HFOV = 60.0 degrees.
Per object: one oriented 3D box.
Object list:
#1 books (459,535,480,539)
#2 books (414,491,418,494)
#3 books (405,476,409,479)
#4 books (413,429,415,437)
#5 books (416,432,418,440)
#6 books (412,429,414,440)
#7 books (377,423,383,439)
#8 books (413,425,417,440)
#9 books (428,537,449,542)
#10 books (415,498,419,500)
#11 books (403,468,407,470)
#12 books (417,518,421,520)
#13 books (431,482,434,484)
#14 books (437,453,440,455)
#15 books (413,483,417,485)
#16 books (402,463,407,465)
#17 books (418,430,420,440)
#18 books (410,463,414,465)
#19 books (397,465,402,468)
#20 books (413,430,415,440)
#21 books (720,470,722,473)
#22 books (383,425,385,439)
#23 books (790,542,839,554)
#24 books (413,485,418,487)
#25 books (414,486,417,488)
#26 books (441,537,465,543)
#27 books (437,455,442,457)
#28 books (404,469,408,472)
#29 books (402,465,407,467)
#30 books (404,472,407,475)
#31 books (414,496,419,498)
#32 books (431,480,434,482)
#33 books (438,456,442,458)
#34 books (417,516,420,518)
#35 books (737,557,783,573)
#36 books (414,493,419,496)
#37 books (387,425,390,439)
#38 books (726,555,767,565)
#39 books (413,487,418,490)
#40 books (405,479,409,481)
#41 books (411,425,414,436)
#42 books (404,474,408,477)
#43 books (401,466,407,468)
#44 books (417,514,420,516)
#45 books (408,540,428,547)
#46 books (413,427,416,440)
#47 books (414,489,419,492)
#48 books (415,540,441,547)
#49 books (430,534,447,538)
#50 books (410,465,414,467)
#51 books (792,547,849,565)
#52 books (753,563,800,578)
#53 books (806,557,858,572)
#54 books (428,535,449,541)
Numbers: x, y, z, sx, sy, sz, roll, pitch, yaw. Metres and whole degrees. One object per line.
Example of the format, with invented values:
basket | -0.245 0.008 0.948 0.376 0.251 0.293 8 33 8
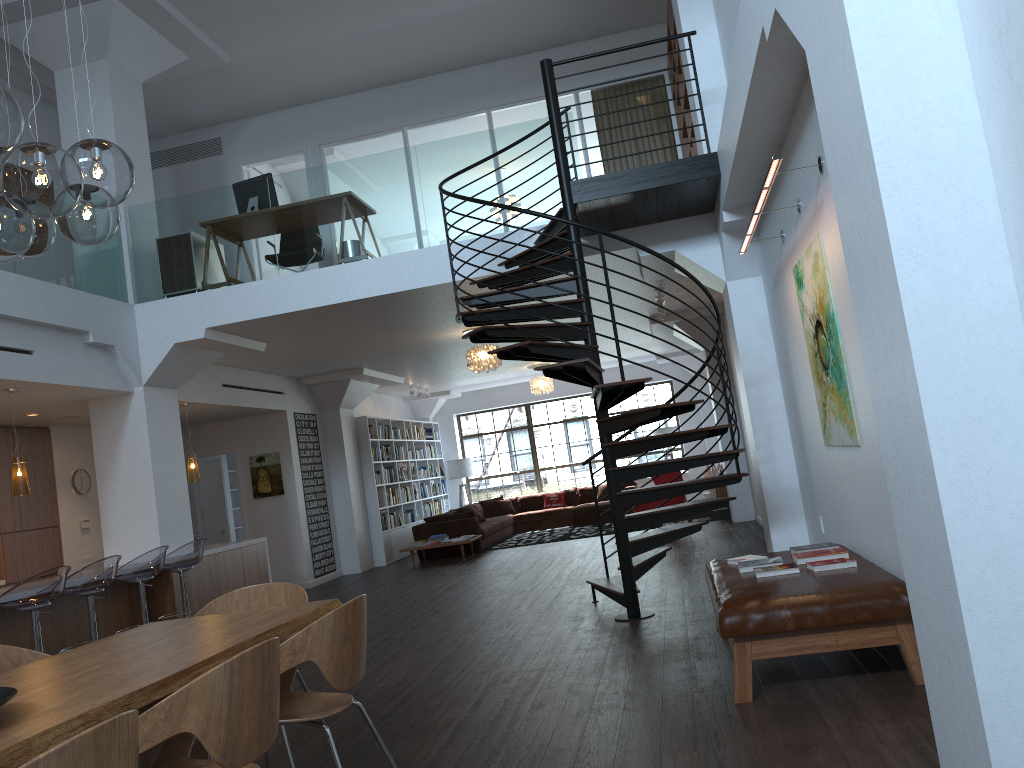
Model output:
books | -0.679 2.357 13.708 0.256 0.035 0.350 -12 -7 35
books | -1.870 2.034 16.519 0.231 0.044 0.168 -9 -5 4
books | -1.986 1.711 16.089 0.160 0.039 0.251 -10 -6 14
books | -1.952 0.969 16.990 0.159 0.241 0.038 -9 -5 9
books | -1.919 0.989 17.155 0.161 0.223 0.026 -9 -5 9
books | -1.973 0.955 16.852 0.189 0.247 0.057 -9 -5 9
books | -2.295 0.812 15.069 0.176 0.293 0.125 -9 -5 9
books | -1.932 0.953 17.119 0.176 0.290 0.053 -9 -5 9
books | -1.141 2.440 13.854 0.312 0.037 0.216 -8 -5 -1
books | -1.862 2.151 16.496 0.246 0.038 0.171 -9 -5 9
books | -2.016 1.553 16.118 0.161 0.033 0.223 -9 -5 9
books | -1.847 2.518 16.437 0.284 0.035 0.197 -9 -5 9
books | -1.681 1.980 17.617 0.223 0.031 0.161 -9 -5 9
books | -1.640 1.476 18.468 0.174 0.032 0.254 -3 -8 -45
books | -1.883 1.873 16.517 0.185 0.041 0.129 -11 -6 24
books | -2.014 1.465 16.135 0.129 0.043 0.185 -11 -6 24
books | -1.897 0.994 17.287 0.168 0.231 0.037 -9 -5 9
books | -1.954 1.503 16.466 0.224 0.030 0.161 -10 -6 19
books | -2.075 1.470 15.730 0.174 0.045 0.240 -9 -5 9
books | -1.942 0.980 16.943 0.144 0.207 0.048 -9 -5 9
books | 3.573 1.442 14.632 0.250 0.053 0.400 -9 -5 9
books | -2.259 0.841 15.196 0.159 0.248 0.089 -9 -5 9
books | 1.822 0.996 5.339 0.254 0.044 0.183 -9 -5 4
books | -1.873 1.905 16.520 0.208 0.024 0.144 -10 -6 14
books | -1.863 1.927 16.509 0.161 0.026 0.223 -8 -5 -1
books | -0.891 2.358 13.396 0.231 0.040 0.342 -4 -7 -40
books | -1.637 1.509 18.470 0.284 0.033 0.197 -11 -6 24
books | -2.006 1.587 16.107 0.183 0.042 0.253 -9 -5 9
books | -2.016 1.499 16.136 0.144 0.024 0.208 -10 -6 14
books | -2.007 1.631 16.108 0.168 0.045 0.231 -9 -5 4
books | -1.869 2.115 16.502 0.251 0.037 0.160 -10 -6 14
books | -1.685 1.951 17.628 0.224 0.030 0.161 -10 -6 19
books | -1.632 1.543 18.467 0.284 0.035 0.197 -13 -7 39
books | -1.852 2.485 16.441 0.284 0.033 0.197 -8 -5 -6
books | 1.412 1.029 5.044 0.247 0.040 0.185 -10 -6 12
books | -1.875 2.079 16.531 0.259 0.040 0.180 -9 -5 9
books | -2.223 0.852 15.415 0.182 0.255 0.077 -9 -5 9
books | 1.421 1.065 5.365 0.161 0.031 0.223 -7 -6 -13
books | -1.879 1.960 16.524 0.223 0.032 0.161 -9 -5 9
books | -1.977 1.749 16.087 0.171 0.039 0.246 -9 -5 9
books | -1.951 0.931 16.901 0.140 0.298 0.044 -9 -5 9
books | -2.016 1.675 16.093 0.180 0.042 0.259 -9 -5 9
books | -2.031 1.529 16.146 0.223 0.027 0.161 -8 -5 -1
books | -1.861 2.453 16.447 0.254 0.032 0.174 -10 -6 14
books | -1.461 2.484 13.848 0.241 0.045 0.334 -10 -6 11
books | -1.941 0.969 17.036 0.171 0.246 0.057 -9 -5 9
books | -1.881 1.994 16.515 0.253 0.040 0.183 -9 -5 9
books | -1.280 2.425 13.471 0.236 0.035 0.340 -12 -7 34
books | -1.150 2.374 13.862 0.224 0.027 0.157 -10 -6 14
books | -1.951 1.531 16.455 0.223 0.031 0.161 -9 -5 9
books | 1.747 0.976 5.029 0.283 0.043 0.197 -9 -5 9
books | 1.422 1.004 4.774 0.224 0.032 0.161 -9 -5 9
books | 1.692 0.957 4.703 0.224 0.036 0.161 -9 -5 4
books | -1.150 2.406 13.862 0.279 0.035 0.191 -10 -6 19
